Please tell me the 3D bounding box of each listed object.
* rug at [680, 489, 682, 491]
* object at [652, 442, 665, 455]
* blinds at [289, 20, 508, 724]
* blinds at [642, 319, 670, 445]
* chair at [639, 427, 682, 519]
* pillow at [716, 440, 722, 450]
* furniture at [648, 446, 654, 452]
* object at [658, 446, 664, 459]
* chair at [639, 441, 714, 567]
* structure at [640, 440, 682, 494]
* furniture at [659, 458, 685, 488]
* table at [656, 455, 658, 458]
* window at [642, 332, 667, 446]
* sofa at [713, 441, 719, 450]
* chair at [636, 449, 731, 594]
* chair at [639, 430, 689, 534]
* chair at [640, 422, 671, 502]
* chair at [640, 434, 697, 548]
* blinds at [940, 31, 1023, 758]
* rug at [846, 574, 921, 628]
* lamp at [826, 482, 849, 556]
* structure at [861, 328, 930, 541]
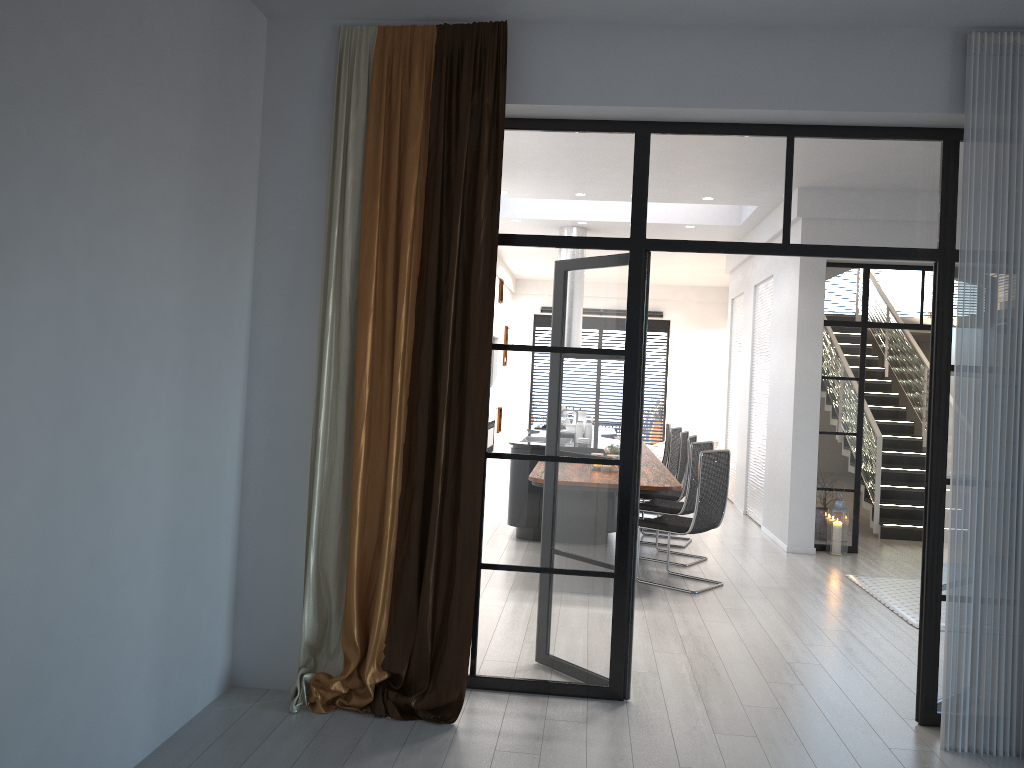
[{"bbox_3d":[2.283,1.482,13.786,1.623,0.020,2.519,3,0,5],"label":"rug"},{"bbox_3d":[2.571,1.143,14.866,0.418,0.355,0.760,3,0,13],"label":"object"},{"bbox_3d":[-0.486,-0.104,3.883,0.811,3.046,0.254,3,-1,5],"label":"blinds"},{"bbox_3d":[1.646,0.080,16.948,2.585,2.722,0.358,3,-1,5],"label":"blinds"},{"bbox_3d":[1.563,0.974,9.923,0.537,1.019,0.470,2,-1,25],"label":"chair"},{"bbox_3d":[3.669,0.959,13.452,0.589,0.392,2.029,3,0,-6],"label":"pillow"},{"bbox_3d":[2.553,1.269,14.917,0.699,0.460,0.699,3,0,5],"label":"furniture"},{"bbox_3d":[2.295,1.053,13.608,0.110,0.183,0.119,3,-1,11],"label":"object"},{"bbox_3d":[1.363,0.980,7.581,0.537,1.019,0.470,2,-1,35],"label":"chair"},{"bbox_3d":[0.702,1.005,8.791,1.377,0.887,5.638,3,0,5],"label":"structure"},{"bbox_3d":[2.418,1.278,12.607,0.699,0.460,0.699,3,0,0],"label":"furniture"},{"bbox_3d":[2.428,1.326,13.720,1.000,0.350,1.000,3,0,5],"label":"table"},{"bbox_3d":[4.748,-1.036,17.041,8.566,5.064,0.462,3,-1,4],"label":"window"},{"bbox_3d":[3.572,1.147,13.415,0.899,0.825,2.092,3,0,5],"label":"sofa"},{"bbox_3d":[1.268,0.981,6.648,0.537,1.019,0.470,2,-1,40],"label":"chair"},{"bbox_3d":[1.493,0.976,9.113,0.537,1.019,0.470,3,-1,20],"label":"chair"},{"bbox_3d":[1.638,0.972,10.883,0.537,1.019,0.470,3,-1,5],"label":"chair"},{"bbox_3d":[1.428,0.978,8.397,0.537,1.019,0.470,3,-1,20],"label":"chair"},{"bbox_3d":[2.522,0.054,3.698,1.301,3.070,0.052,3,-1,6],"label":"blinds"},{"bbox_3d":[3.769,1.602,6.332,2.276,0.020,1.584,3,0,5],"label":"rug"},{"bbox_3d":[2.995,1.232,8.150,0.148,0.665,0.157,3,-1,5],"label":"lamp"},{"bbox_3d":[5.208,-0.145,11.030,2.394,3.603,5.799,3,0,5],"label":"structure"}]
